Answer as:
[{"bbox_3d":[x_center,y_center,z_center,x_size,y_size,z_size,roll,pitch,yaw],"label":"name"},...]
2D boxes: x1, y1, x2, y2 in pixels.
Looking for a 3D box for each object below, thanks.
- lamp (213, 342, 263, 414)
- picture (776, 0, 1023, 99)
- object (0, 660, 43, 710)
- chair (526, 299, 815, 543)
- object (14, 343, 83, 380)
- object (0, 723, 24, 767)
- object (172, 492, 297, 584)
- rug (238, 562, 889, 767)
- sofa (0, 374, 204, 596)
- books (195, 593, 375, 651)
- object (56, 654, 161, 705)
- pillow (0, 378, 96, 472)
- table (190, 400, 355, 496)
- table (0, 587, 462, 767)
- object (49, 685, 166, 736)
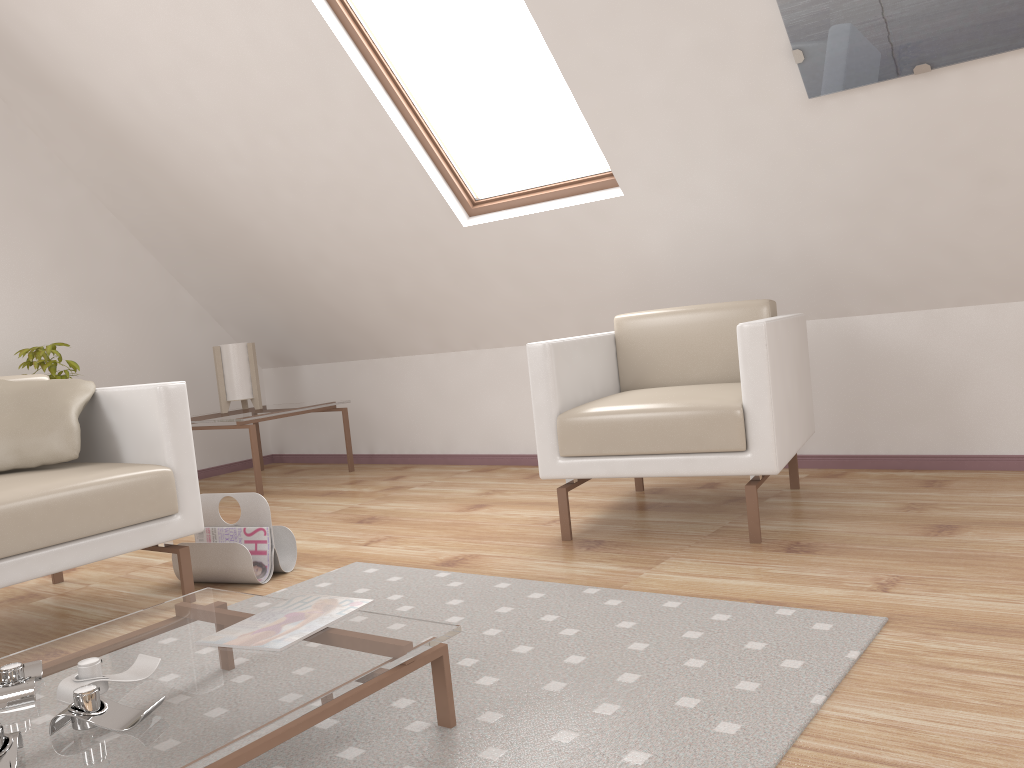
[{"bbox_3d":[-1.531,-0.037,4.940,0.221,0.375,0.180,-7,4,-20],"label":"lamp"},{"bbox_3d":[0.954,-1.236,2.292,0.650,0.738,0.683,-3,4,37],"label":"picture"},{"bbox_3d":[-0.797,0.469,1.424,0.064,0.052,0.143,-7,4,-23],"label":"object"},{"bbox_3d":[0.574,0.091,3.008,0.748,0.706,0.820,-4,4,26],"label":"chair"},{"bbox_3d":[-2.192,0.223,4.289,0.307,0.846,0.311,-4,4,29],"label":"object"},{"bbox_3d":[-0.669,0.474,1.130,0.064,0.052,0.143,-7,4,-23],"label":"object"},{"bbox_3d":[-0.879,0.475,2.792,0.315,0.267,0.212,-4,4,24],"label":"object"},{"bbox_3d":[-0.676,0.684,1.216,1.600,0.007,2.800,-3,4,37],"label":"rug"},{"bbox_3d":[-1.761,0.394,2.023,0.820,0.706,1.880,-3,4,37],"label":"sofa"},{"bbox_3d":[-0.411,0.439,1.646,0.192,0.005,0.280,-4,4,29],"label":"books"},{"bbox_3d":[-0.639,0.454,1.406,0.064,0.052,0.143,-3,4,37],"label":"object"},{"bbox_3d":[-1.438,0.102,2.574,0.424,0.276,0.269,-6,4,-4],"label":"pillow"},{"bbox_3d":[-1.390,0.342,4.827,0.773,0.390,0.730,-3,4,35],"label":"table"},{"bbox_3d":[-0.716,0.592,1.281,0.730,0.190,1.173,-3,4,37],"label":"table"},{"bbox_3d":[-0.574,0.457,1.258,0.143,0.051,0.064,-6,4,7],"label":"object"}]
